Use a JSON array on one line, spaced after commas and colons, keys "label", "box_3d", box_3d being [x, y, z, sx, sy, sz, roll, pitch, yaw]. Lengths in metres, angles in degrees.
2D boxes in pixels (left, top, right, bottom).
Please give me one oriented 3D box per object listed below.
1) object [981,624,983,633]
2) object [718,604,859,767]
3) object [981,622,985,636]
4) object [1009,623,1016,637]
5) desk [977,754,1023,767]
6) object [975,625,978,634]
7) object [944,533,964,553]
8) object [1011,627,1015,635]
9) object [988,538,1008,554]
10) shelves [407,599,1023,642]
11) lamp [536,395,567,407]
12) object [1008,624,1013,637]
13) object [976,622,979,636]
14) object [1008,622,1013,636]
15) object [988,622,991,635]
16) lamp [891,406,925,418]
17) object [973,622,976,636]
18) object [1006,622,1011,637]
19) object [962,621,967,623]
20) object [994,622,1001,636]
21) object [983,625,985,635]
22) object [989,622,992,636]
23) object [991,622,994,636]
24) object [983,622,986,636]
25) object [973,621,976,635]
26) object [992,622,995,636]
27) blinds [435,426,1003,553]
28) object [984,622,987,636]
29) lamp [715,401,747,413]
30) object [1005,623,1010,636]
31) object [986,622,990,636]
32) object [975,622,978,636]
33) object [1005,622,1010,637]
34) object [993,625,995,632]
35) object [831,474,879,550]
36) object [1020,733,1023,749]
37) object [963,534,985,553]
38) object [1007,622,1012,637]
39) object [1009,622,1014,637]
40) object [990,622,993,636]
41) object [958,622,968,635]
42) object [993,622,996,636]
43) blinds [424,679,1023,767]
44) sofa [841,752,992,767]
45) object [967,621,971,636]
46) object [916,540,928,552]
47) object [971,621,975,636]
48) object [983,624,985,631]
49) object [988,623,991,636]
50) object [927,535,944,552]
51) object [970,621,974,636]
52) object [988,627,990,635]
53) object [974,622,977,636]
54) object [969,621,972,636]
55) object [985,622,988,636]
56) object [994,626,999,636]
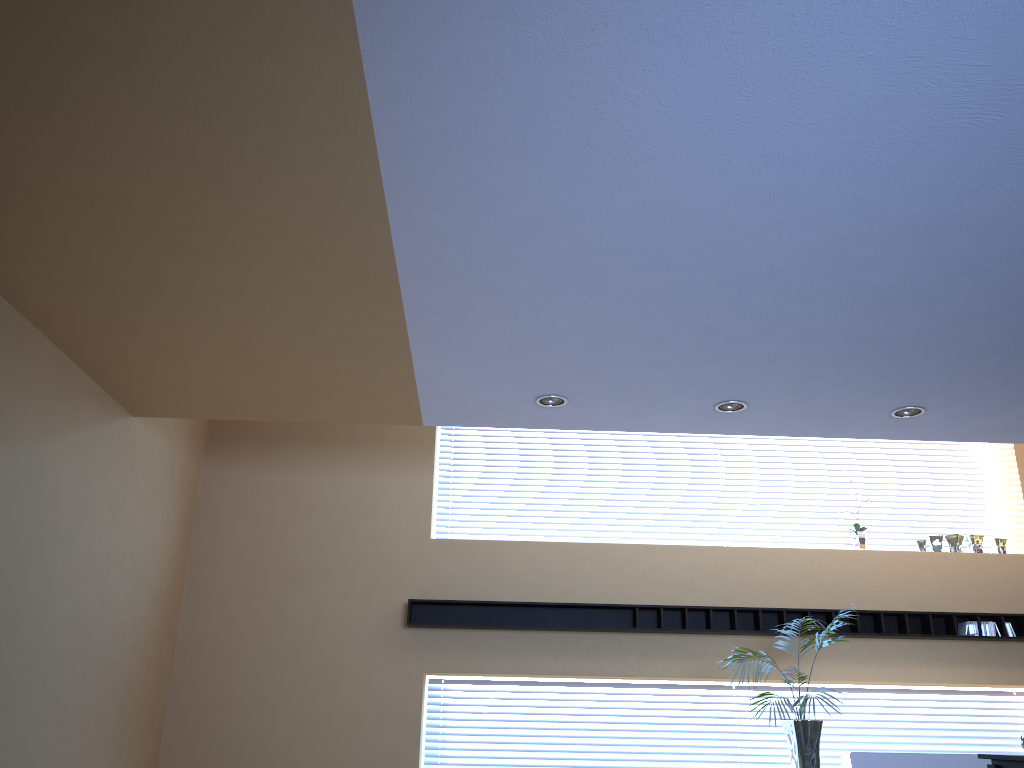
[{"label": "object", "box_3d": [4.024, 2.125, 7.668, 0.009, 0.119, 0.143, 2, -21, -2]}, {"label": "object", "box_3d": [2.178, 2.699, 6.741, 1.040, 1.844, 1.911, -5, -22, 17]}, {"label": "object", "box_3d": [4.035, 2.124, 7.667, 0.009, 0.119, 0.143, 2, -21, -2]}, {"label": "object", "box_3d": [4.291, 2.134, 7.674, 0.040, 0.117, 0.143, 2, -21, -2]}, {"label": "desk", "box_3d": [3.061, 1.950, 3.458, 1.895, 0.883, 0.922, 2, -21, -2]}, {"label": "object", "box_3d": [3.979, 2.123, 7.667, 0.009, 0.119, 0.143, 2, -21, -2]}, {"label": "object", "box_3d": [4.057, 1.473, 8.114, 0.145, 0.172, 0.137, 19, -27, -38]}, {"label": "object", "box_3d": [4.292, 2.133, 7.673, 0.036, 0.115, 0.141, 2, -21, -2]}, {"label": "object", "box_3d": [4.463, 1.496, 8.120, 0.124, 0.148, 0.118, 2, -21, -1]}, {"label": "shelves", "box_3d": [2.448, 1.862, 7.143, 6.622, 0.211, 1.260, 2, -21, -2]}, {"label": "lamp", "box_3d": [0.266, 0.073, 5.932, 0.209, 0.095, 0.210, 2, -21, -2]}, {"label": "object", "box_3d": [4.276, 2.134, 7.678, 0.030, 0.119, 0.143, 2, -21, -2]}, {"label": "object", "box_3d": [3.989, 2.123, 7.666, 0.006, 0.117, 0.141, 2, -21, -2]}, {"label": "object", "box_3d": [4.277, 2.133, 7.675, 0.026, 0.116, 0.141, 2, -21, -2]}, {"label": "object", "box_3d": [4.097, 2.126, 7.667, 0.009, 0.119, 0.143, 2, -21, -2]}, {"label": "lamp", "box_3d": [2.677, 0.151, 6.008, 0.208, 0.095, 0.210, 14, -24, -30]}, {"label": "object", "box_3d": [3.959, 2.122, 7.664, 0.006, 0.117, 0.141, 2, -21, -2]}, {"label": "object", "box_3d": [4.256, 2.131, 7.671, 0.030, 0.119, 0.143, 2, -21, -2]}, {"label": "object", "box_3d": [3.894, 2.122, 7.664, 0.041, 0.121, 0.143, 2, -21, -2]}, {"label": "object", "box_3d": [4.162, 2.130, 7.671, 0.040, 0.117, 0.143, 2, -21, -2]}, {"label": "object", "box_3d": [4.045, 2.126, 7.671, 0.006, 0.117, 0.141, 2, -21, -2]}, {"label": "object", "box_3d": [4.097, 2.125, 7.665, 0.006, 0.117, 0.141, 2, -21, -2]}, {"label": "object", "box_3d": [4.117, 2.126, 7.666, 0.009, 0.119, 0.143, 2, -21, -2]}, {"label": "object", "box_3d": [4.055, 2.127, 7.672, 0.009, 0.119, 0.143, 2, -21, -2]}, {"label": "object", "box_3d": [3.959, 2.123, 7.666, 0.009, 0.119, 0.143, 2, -21, -2]}, {"label": "object", "box_3d": [4.127, 2.128, 7.671, 0.009, 0.119, 0.143, 2, -21, -2]}, {"label": "blinds", "box_3d": [1.991, 0.917, 8.534, 5.391, 1.449, 0.039, 2, -20, -2]}, {"label": "object", "box_3d": [4.055, 2.126, 7.668, 0.006, 0.117, 0.141, 2, -21, -2]}, {"label": "lamp", "box_3d": [1.472, 0.112, 5.970, 0.208, 0.095, 0.210, 14, -24, -30]}, {"label": "object", "box_3d": [4.246, 2.130, 7.668, 0.026, 0.116, 0.141, 2, -21, -2]}, {"label": "object", "box_3d": [4.076, 2.124, 7.663, 0.009, 0.119, 0.143, 2, -21, -2]}, {"label": "object", "box_3d": [3.979, 2.123, 7.666, 0.006, 0.117, 0.141, 2, -21, -2]}, {"label": "object", "box_3d": [4.245, 2.130, 7.670, 0.030, 0.119, 0.143, 2, -21, -2]}, {"label": "object", "box_3d": [4.137, 2.130, 7.675, 0.009, 0.119, 0.143, 2, -21, -2]}, {"label": "object", "box_3d": [3.213, 1.203, 8.177, 0.438, 0.689, 0.354, 9, -22, -21]}, {"label": "object", "box_3d": [2.343, 1.611, 3.982, 0.105, 0.104, 0.106, -5, -22, 16]}, {"label": "object", "box_3d": [4.235, 1.477, 8.117, 0.144, 0.172, 0.138, 5, -21, -11]}, {"label": "object", "box_3d": [4.266, 2.132, 7.674, 0.030, 0.119, 0.143, 2, -21, -2]}, {"label": "object", "box_3d": [4.291, 2.135, 7.677, 0.041, 0.121, 0.143, 2, -21, -2]}, {"label": "object", "box_3d": [4.107, 2.126, 7.667, 0.009, 0.119, 0.143, 2, -21, -2]}, {"label": "object", "box_3d": [3.894, 2.121, 7.661, 0.040, 0.117, 0.143, 2, -21, -2]}, {"label": "object", "box_3d": [4.138, 2.129, 7.672, 0.006, 0.117, 0.141, 2, -21, -2]}, {"label": "blinds", "box_3d": [1.944, 3.314, 7.652, 5.391, 1.356, 0.048, 2, -20, -2]}, {"label": "sofa", "box_3d": [3.309, 3.007, 6.099, 2.056, 0.841, 1.023, 2, -21, -2]}, {"label": "object", "box_3d": [3.918, 2.120, 7.661, 0.009, 0.119, 0.143, 2, -21, -2]}, {"label": "object", "box_3d": [3.746, 1.490, 8.091, 0.090, 0.112, 0.095, -12, -24, 31]}, {"label": "object", "box_3d": [3.949, 2.121, 7.662, 0.009, 0.119, 0.143, 2, -21, -2]}, {"label": "object", "box_3d": [4.045, 2.127, 7.673, 0.009, 0.119, 0.143, 2, -21, -2]}, {"label": "object", "box_3d": [4.087, 2.125, 7.664, 0.006, 0.117, 0.141, 2, -21, -2]}, {"label": "object", "box_3d": [3.877, 1.472, 8.103, 0.133, 0.158, 0.127, -6, -22, 17]}, {"label": "object", "box_3d": [3.939, 2.121, 7.662, 0.009, 0.119, 0.143, 2, -21, -2]}, {"label": "object", "box_3d": [4.086, 2.126, 7.667, 0.009, 0.119, 0.143, 2, -21, -2]}, {"label": "object", "box_3d": [3.969, 2.124, 7.670, 0.009, 0.119, 0.143, 2, -21, -2]}, {"label": "object", "box_3d": [3.928, 2.120, 7.661, 0.009, 0.119, 0.143, 2, -21, -2]}, {"label": "object", "box_3d": [4.066, 2.124, 7.664, 0.009, 0.119, 0.143, 2, -21, -2]}, {"label": "object", "box_3d": [4.161, 2.131, 7.673, 0.041, 0.121, 0.143, 2, -21, -2]}]
